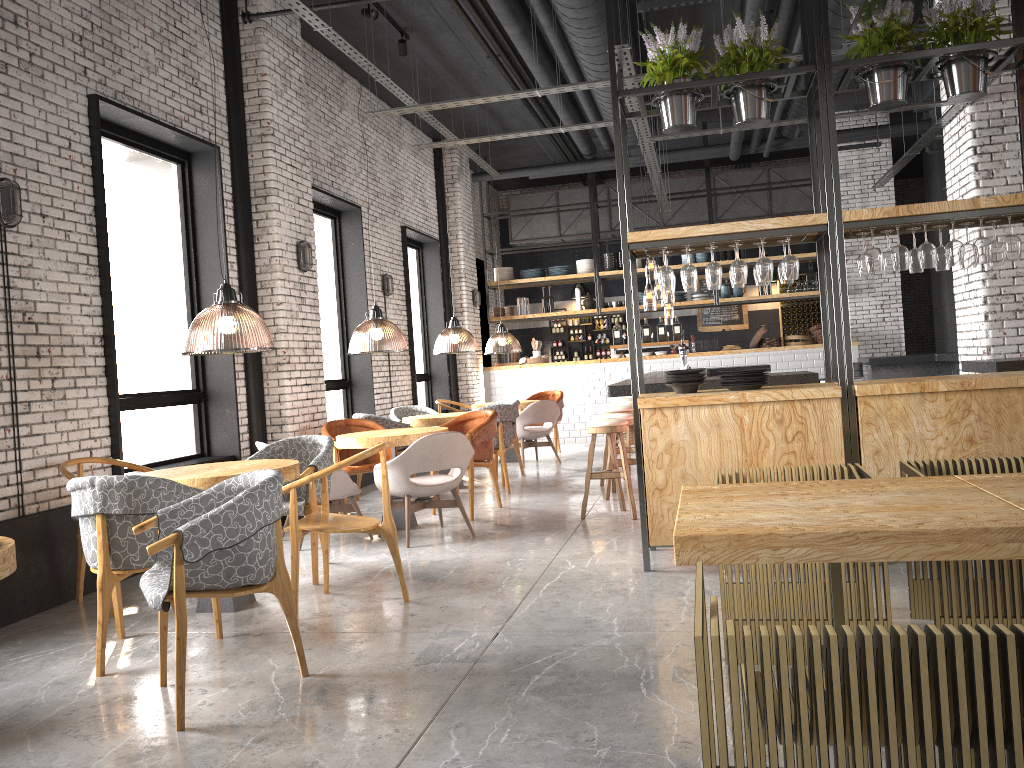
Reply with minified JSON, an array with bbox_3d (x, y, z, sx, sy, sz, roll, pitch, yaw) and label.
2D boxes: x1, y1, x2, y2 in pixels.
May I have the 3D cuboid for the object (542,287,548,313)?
[{"bbox_3d":[0.562,-1.429,15.251,0.098,0.471,0.098,-4,0,-10],"label":"object"}]

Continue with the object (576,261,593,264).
[{"bbox_3d":[1.248,-2.026,14.942,0.335,0.044,0.334,-4,1,-17],"label":"object"}]

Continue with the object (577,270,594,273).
[{"bbox_3d":[1.259,-1.874,14.942,0.335,0.046,0.334,-4,1,-7],"label":"object"}]

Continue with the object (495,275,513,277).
[{"bbox_3d":[-0.139,-1.842,15.248,0.335,0.042,0.334,-4,1,-27],"label":"object"}]

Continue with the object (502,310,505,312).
[{"bbox_3d":[-0.171,-1.251,15.399,0.157,0.053,0.168,-4,1,12],"label":"object"}]

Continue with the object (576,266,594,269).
[{"bbox_3d":[1.253,-1.951,14.940,0.335,0.040,0.334,-5,1,-33],"label":"object"}]

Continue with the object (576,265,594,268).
[{"bbox_3d":[1.252,-1.967,14.941,0.334,0.039,0.335,-4,1,20],"label":"object"}]

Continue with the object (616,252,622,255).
[{"bbox_3d":[1.843,-2.148,14.816,0.196,0.103,0.196,-4,1,-12],"label":"object"}]

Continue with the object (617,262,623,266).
[{"bbox_3d":[1.855,-1.971,14.814,0.196,0.101,0.196,-3,1,32],"label":"object"}]

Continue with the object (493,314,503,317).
[{"bbox_3d":[-0.235,-1.161,15.153,0.157,0.053,0.168,-4,1,12],"label":"object"}]

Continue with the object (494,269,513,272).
[{"bbox_3d":[-0.145,-1.935,15.248,0.334,0.040,0.335,-4,1,3],"label":"object"}]

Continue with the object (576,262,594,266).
[{"bbox_3d":[1.249,-2.006,14.942,0.335,0.041,0.334,-4,1,-18],"label":"object"}]

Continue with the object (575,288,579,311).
[{"bbox_3d":[1.121,-1.425,15.055,0.126,0.394,0.126,-4,0,-38],"label":"object"}]

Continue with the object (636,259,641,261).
[{"bbox_3d":[2.060,-2.029,14.764,0.196,0.104,0.196,-5,1,-42],"label":"object"}]

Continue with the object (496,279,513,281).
[{"bbox_3d":[-0.133,-1.763,15.248,0.335,0.033,0.334,-5,1,-39],"label":"object"}]

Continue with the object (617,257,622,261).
[{"bbox_3d":[1.848,-2.059,14.812,0.196,0.102,0.196,-4,1,23],"label":"object"}]

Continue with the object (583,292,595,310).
[{"bbox_3d":[1.288,-1.392,14.878,0.196,0.305,0.196,-4,0,-40],"label":"object"}]

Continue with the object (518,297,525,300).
[{"bbox_3d":[0.182,-1.326,15.246,0.126,0.313,0.179,-4,0,45],"label":"object"}]

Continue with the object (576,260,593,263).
[{"bbox_3d":[1.246,-2.045,14.941,0.335,0.039,0.334,-4,1,-13],"label":"object"}]

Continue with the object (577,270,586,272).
[{"bbox_3d":[1.257,-1.893,14.940,0.335,0.037,0.334,-4,1,-21],"label":"object"}]

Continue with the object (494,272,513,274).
[{"bbox_3d":[-0.142,-1.896,15.248,0.334,0.038,0.335,-3,1,33],"label":"object"}]

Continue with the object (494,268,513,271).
[{"bbox_3d":[-0.146,-1.954,15.249,0.334,0.042,0.334,-4,1,9],"label":"object"}]

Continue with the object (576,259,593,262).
[{"bbox_3d":[1.245,-2.064,14.942,0.335,0.039,0.334,-4,1,-14],"label":"object"}]

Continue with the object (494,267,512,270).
[{"bbox_3d":[-0.147,-1.974,15.248,0.334,0.039,0.335,-4,1,3],"label":"object"}]

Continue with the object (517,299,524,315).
[{"bbox_3d":[0.153,-1.294,14.995,0.106,0.264,0.152,-4,0,40],"label":"object"}]

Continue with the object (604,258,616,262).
[{"bbox_3d":[1.643,-2.045,14.859,0.196,0.100,0.196,-4,1,-22],"label":"object"}]

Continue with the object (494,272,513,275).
[{"bbox_3d":[-0.141,-1.877,15.249,0.335,0.043,0.334,-5,1,-38],"label":"object"}]

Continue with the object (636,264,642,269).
[{"bbox_3d":[2.066,-1.940,14.763,0.196,0.105,0.196,-4,1,-10],"label":"object"}]

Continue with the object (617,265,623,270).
[{"bbox_3d":[1.858,-1.927,14.816,0.196,0.104,0.196,-5,1,-41],"label":"object"}]

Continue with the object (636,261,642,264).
[{"bbox_3d":[2.061,-1.984,14.765,0.196,0.104,0.196,-4,1,-12],"label":"object"}]

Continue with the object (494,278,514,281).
[{"bbox_3d":[-0.135,-1.784,15.249,0.335,0.042,0.334,-5,1,-39],"label":"object"}]

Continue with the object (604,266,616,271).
[{"bbox_3d":[1.651,-1.913,14.860,0.196,0.102,0.196,-4,1,25],"label":"object"}]

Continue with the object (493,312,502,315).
[{"bbox_3d":[-0.238,-1.206,15.153,0.157,0.053,0.168,-4,1,12],"label":"object"}]

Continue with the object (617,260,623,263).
[{"bbox_3d":[1.853,-2.016,14.809,0.196,0.107,0.196,-4,1,-16],"label":"object"}]

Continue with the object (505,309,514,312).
[{"bbox_3d":[-0.046,-1.257,15.261,0.157,0.053,0.168,-4,1,17],"label":"object"}]

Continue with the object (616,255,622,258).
[{"bbox_3d":[1.845,-2.103,14.812,0.196,0.102,0.196,-4,1,6],"label":"object"}]

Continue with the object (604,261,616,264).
[{"bbox_3d":[1.645,-2.002,14.860,0.196,0.102,0.196,-3,1,41],"label":"object"}]

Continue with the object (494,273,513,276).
[{"bbox_3d":[-0.140,-1.861,15.248,0.334,0.038,0.335,-3,1,38],"label":"object"}]

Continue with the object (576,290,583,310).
[{"bbox_3d":[1.124,-1.406,14.901,0.132,0.360,0.127,-4,0,38],"label":"object"}]

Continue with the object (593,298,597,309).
[{"bbox_3d":[1.366,-1.352,15.067,0.203,0.213,0.203,-4,1,-40],"label":"object"}]

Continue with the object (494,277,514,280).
[{"bbox_3d":[-0.136,-1.803,15.248,0.334,0.039,0.335,-4,1,0],"label":"object"}]

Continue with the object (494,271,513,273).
[{"bbox_3d":[-0.143,-1.915,15.248,0.335,0.035,0.334,-4,1,-12],"label":"object"}]

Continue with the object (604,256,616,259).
[{"bbox_3d":[1.643,-2.091,14.855,0.196,0.107,0.196,-3,1,41],"label":"object"}]

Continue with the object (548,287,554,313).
[{"bbox_3d":[0.667,-1.435,15.228,0.098,0.471,0.098,-4,0,-10],"label":"object"}]

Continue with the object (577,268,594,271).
[{"bbox_3d":[1.255,-1.913,14.941,0.335,0.040,0.334,-4,1,-24],"label":"object"}]

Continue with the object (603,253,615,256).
[{"bbox_3d":[1.634,-2.135,14.861,0.196,0.105,0.196,-3,1,34],"label":"object"}]

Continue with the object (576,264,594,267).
[{"bbox_3d":[1.250,-1.987,14.941,0.334,0.043,0.335,-4,1,-4],"label":"object"}]

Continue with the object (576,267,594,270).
[{"bbox_3d":[1.254,-1.932,14.941,0.335,0.039,0.334,-4,1,-21],"label":"object"}]

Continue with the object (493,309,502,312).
[{"bbox_3d":[-0.240,-1.242,15.153,0.157,0.053,0.168,-4,1,12],"label":"object"}]

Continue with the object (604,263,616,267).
[{"bbox_3d":[1.647,-1.957,14.860,0.196,0.104,0.196,-4,1,-24],"label":"object"}]

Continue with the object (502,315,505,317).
[{"bbox_3d":[-0.165,-1.170,15.399,0.157,0.053,0.168,-4,1,12],"label":"object"}]

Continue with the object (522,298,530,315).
[{"bbox_3d":[0.241,-1.312,15.085,0.118,0.293,0.169,-4,0,18],"label":"object"}]

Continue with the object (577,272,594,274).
[{"bbox_3d":[1.260,-1.854,14.941,0.335,0.033,0.334,-5,1,-39],"label":"object"}]

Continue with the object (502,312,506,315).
[{"bbox_3d":[-0.168,-1.215,15.399,0.157,0.053,0.168,-4,1,12],"label":"object"}]

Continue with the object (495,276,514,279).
[{"bbox_3d":[-0.137,-1.823,15.249,0.335,0.044,0.334,-4,1,-21],"label":"object"}]

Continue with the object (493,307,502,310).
[{"bbox_3d":[-0.243,-1.283,15.153,0.157,0.053,0.168,-4,1,12],"label":"object"}]

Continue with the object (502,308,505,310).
[{"bbox_3d":[-0.174,-1.292,15.399,0.157,0.053,0.168,-4,1,12],"label":"object"}]
